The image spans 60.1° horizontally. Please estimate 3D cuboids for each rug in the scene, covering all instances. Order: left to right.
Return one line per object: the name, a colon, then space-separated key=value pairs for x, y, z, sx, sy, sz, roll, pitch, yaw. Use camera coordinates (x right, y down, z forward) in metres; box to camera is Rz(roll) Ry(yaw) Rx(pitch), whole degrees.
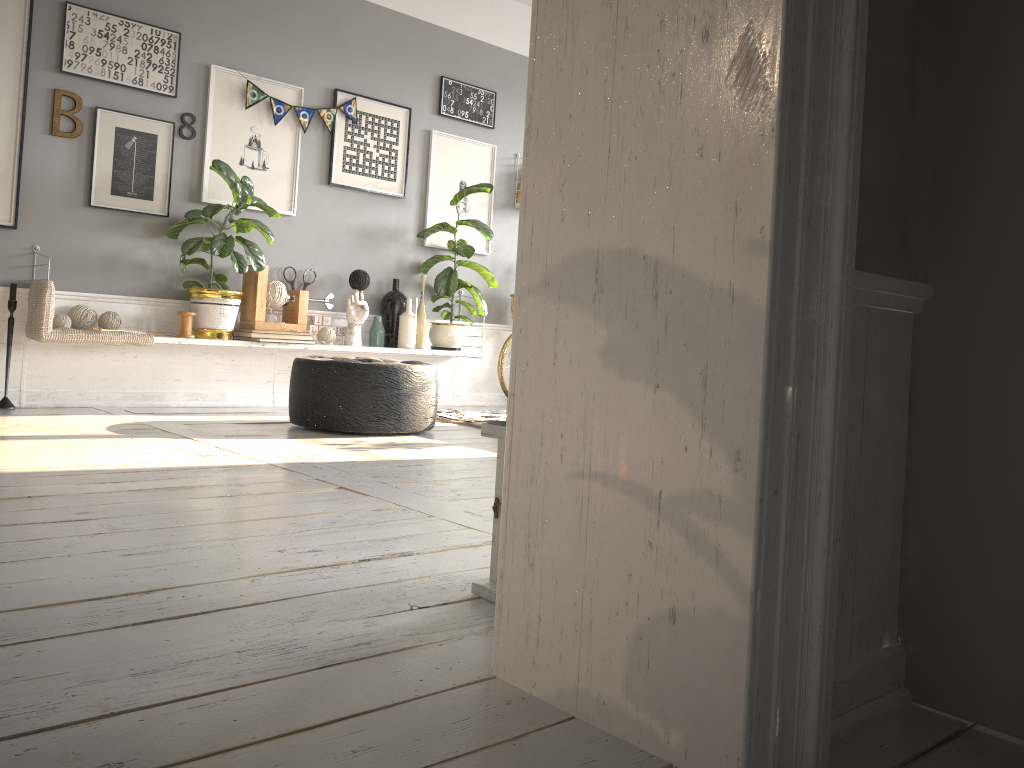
rug: x=0.795 y=0.273 z=4.997 sx=1.767 sy=0.034 sz=2.532 roll=1 pitch=4 yaw=-41

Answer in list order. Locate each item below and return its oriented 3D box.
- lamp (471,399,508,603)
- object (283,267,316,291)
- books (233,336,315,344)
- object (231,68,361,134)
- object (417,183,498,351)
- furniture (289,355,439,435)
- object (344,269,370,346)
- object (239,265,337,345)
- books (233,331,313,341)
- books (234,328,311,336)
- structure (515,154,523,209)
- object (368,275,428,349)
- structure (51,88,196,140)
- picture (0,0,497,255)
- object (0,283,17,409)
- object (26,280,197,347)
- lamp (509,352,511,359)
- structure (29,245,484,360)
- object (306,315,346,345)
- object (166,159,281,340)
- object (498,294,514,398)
lamp: x=0.139 y=0.167 z=1.655 sx=0.286 sy=0.478 sz=0.287 roll=4 pitch=0 yaw=-43
object: x=-1.312 y=-0.482 z=5.425 sx=0.221 sy=0.464 sz=0.019 roll=4 pitch=-1 yaw=-41
books: x=-1.388 y=-0.256 z=5.171 sx=0.297 sy=0.021 sz=0.367 roll=6 pitch=4 yaw=43
object: x=-1.303 y=-1.699 z=5.397 sx=0.912 sy=0.339 sz=0.057 roll=1 pitch=1 yaw=-42
object: x=-0.369 y=-0.800 z=6.007 sx=0.567 sy=1.151 sz=0.415 roll=3 pitch=-1 yaw=-2
furniture: x=-0.736 y=0.043 z=4.424 sx=0.737 sy=0.357 sz=0.734 roll=5 pitch=2 yaw=36
object: x=-0.974 y=-0.479 z=5.550 sx=0.154 sy=0.484 sz=0.136 roll=4 pitch=-1 yaw=-42
object: x=-1.296 y=-0.459 z=5.245 sx=0.544 sy=0.440 sz=0.239 roll=2 pitch=1 yaw=-41
books: x=-1.393 y=-0.280 z=5.160 sx=0.383 sy=0.029 sz=0.260 roll=1 pitch=4 yaw=-41
books: x=-1.400 y=-0.303 z=5.166 sx=0.378 sy=0.017 sz=0.229 roll=1 pitch=4 yaw=-44
structure: x=0.862 y=-1.422 z=7.170 sx=2.018 sy=0.956 sz=0.267 roll=2 pitch=1 yaw=-41
object: x=-0.728 y=-0.478 z=5.747 sx=0.332 sy=0.489 sz=0.285 roll=3 pitch=0 yaw=9
structure: x=-2.070 y=-1.399 z=4.768 sx=0.738 sy=0.263 sz=0.024 roll=1 pitch=1 yaw=-41
picture: x=-1.544 y=-1.364 z=2.536 sx=7.279 sy=1.796 sz=4.049 roll=1 pitch=3 yaw=-41
object: x=-2.521 y=-0.233 z=4.264 sx=0.092 sy=0.701 sz=0.279 roll=3 pitch=-1 yaw=41
object: x=-2.050 y=-0.352 z=4.590 sx=0.783 sy=0.307 sz=0.329 roll=2 pitch=2 yaw=-41
lamp: x=0.184 y=-0.032 z=6.256 sx=0.432 sy=0.438 sz=0.433 roll=3 pitch=1 yaw=-11
structure: x=-1.304 y=-0.433 z=5.279 sx=2.771 sy=0.486 sz=0.308 roll=1 pitch=2 yaw=-41
object: x=-1.162 y=-0.335 z=5.514 sx=0.264 sy=0.173 sz=0.078 roll=2 pitch=0 yaw=-36
object: x=-1.596 y=-0.727 z=4.891 sx=0.546 sy=0.964 sz=0.509 roll=3 pitch=0 yaw=34
object: x=0.537 y=-0.302 z=6.833 sx=0.427 sy=0.970 sz=1.623 roll=3 pitch=1 yaw=40
